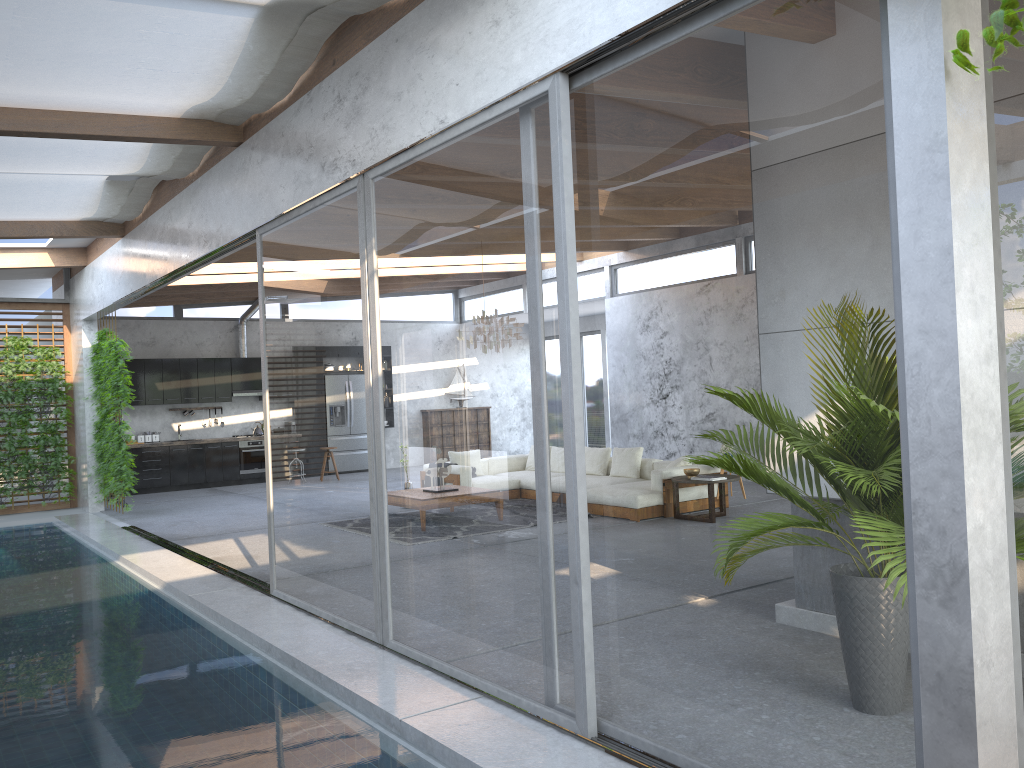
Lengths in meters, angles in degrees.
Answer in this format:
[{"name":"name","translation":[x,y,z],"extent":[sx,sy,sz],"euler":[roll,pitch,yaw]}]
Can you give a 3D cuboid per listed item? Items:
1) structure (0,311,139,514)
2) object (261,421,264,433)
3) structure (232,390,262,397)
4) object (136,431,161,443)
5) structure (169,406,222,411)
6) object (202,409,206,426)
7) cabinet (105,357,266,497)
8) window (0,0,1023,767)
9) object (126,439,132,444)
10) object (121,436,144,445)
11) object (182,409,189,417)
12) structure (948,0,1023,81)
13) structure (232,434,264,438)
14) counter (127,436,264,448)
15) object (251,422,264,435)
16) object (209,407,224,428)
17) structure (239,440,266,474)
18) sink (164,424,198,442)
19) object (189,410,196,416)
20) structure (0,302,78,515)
[{"name":"structure","translation":[-5.321,0.341,8.448],"extent":[2.739,2.687,10.282],"euler":[-2,-1,-18]},{"name":"object","translation":[-4.652,0.820,16.671],"extent":[0.089,0.282,0.082],"euler":[-2,-1,-40]},{"name":"structure","translation":[-4.908,0.170,16.373],"extent":[0.599,0.104,0.368],"euler":[-2,-1,-35]},{"name":"object","translation":[-6.344,0.920,15.455],"extent":[0.405,0.200,0.147],"euler":[-2,-1,-34]},{"name":"structure","translation":[-5.689,0.446,15.988],"extent":[0.932,0.046,0.081],"euler":[-2,-1,-35]},{"name":"object","translation":[-5.574,0.596,16.051],"extent":[0.071,0.325,0.066],"euler":[-2,-1,-35]},{"name":"cabinet","translation":[-4.801,0.562,16.324],"extent":[5.901,2.502,0.709],"euler":[-2,-1,-37]},{"name":"window","translation":[-0.974,-0.289,10.400],"extent":[14.294,3.764,23.280],"euler":[-2,-1,-35]},{"name":"object","translation":[-6.454,0.960,14.927],"extent":[0.086,0.087,0.090],"euler":[-3,-1,32]},{"name":"object","translation":[-6.531,0.957,15.088],"extent":[0.590,0.134,0.381],"euler":[-3,-1,43]},{"name":"object","translation":[-5.838,0.512,15.864],"extent":[0.117,0.139,0.093],"euler":[-2,-1,-33]},{"name":"structure","translation":[0.903,-1.639,2.074],"extent":[0.918,2.054,1.822],"euler":[-2,-1,-38]},{"name":"structure","translation":[-4.813,0.949,16.275],"extent":[0.605,0.031,0.496],"euler":[-2,-1,-35]},{"name":"counter","translation":[-5.624,1.022,15.700],"extent":[3.805,0.061,0.607],"euler":[-2,-1,-35]},{"name":"object","translation":[-4.679,0.811,16.312],"extent":[0.222,0.235,0.222],"euler":[-3,-1,45]},{"name":"object","translation":[-5.381,0.610,16.146],"extent":[0.282,0.380,0.070],"euler":[-2,-1,-35]},{"name":"structure","translation":[-4.785,1.321,16.254],"extent":[0.587,0.588,0.584],"euler":[-2,-1,-35]},{"name":"sink","translation":[-5.790,0.967,15.587],"extent":[0.526,0.514,0.514],"euler":[-2,-1,-35]},{"name":"object","translation":[-5.744,0.509,15.920],"extent":[0.117,0.139,0.093],"euler":[-2,-1,-18]},{"name":"structure","translation":[-8.400,0.384,12.187],"extent":[4.313,3.079,0.085],"euler":[-2,-1,-35]}]
